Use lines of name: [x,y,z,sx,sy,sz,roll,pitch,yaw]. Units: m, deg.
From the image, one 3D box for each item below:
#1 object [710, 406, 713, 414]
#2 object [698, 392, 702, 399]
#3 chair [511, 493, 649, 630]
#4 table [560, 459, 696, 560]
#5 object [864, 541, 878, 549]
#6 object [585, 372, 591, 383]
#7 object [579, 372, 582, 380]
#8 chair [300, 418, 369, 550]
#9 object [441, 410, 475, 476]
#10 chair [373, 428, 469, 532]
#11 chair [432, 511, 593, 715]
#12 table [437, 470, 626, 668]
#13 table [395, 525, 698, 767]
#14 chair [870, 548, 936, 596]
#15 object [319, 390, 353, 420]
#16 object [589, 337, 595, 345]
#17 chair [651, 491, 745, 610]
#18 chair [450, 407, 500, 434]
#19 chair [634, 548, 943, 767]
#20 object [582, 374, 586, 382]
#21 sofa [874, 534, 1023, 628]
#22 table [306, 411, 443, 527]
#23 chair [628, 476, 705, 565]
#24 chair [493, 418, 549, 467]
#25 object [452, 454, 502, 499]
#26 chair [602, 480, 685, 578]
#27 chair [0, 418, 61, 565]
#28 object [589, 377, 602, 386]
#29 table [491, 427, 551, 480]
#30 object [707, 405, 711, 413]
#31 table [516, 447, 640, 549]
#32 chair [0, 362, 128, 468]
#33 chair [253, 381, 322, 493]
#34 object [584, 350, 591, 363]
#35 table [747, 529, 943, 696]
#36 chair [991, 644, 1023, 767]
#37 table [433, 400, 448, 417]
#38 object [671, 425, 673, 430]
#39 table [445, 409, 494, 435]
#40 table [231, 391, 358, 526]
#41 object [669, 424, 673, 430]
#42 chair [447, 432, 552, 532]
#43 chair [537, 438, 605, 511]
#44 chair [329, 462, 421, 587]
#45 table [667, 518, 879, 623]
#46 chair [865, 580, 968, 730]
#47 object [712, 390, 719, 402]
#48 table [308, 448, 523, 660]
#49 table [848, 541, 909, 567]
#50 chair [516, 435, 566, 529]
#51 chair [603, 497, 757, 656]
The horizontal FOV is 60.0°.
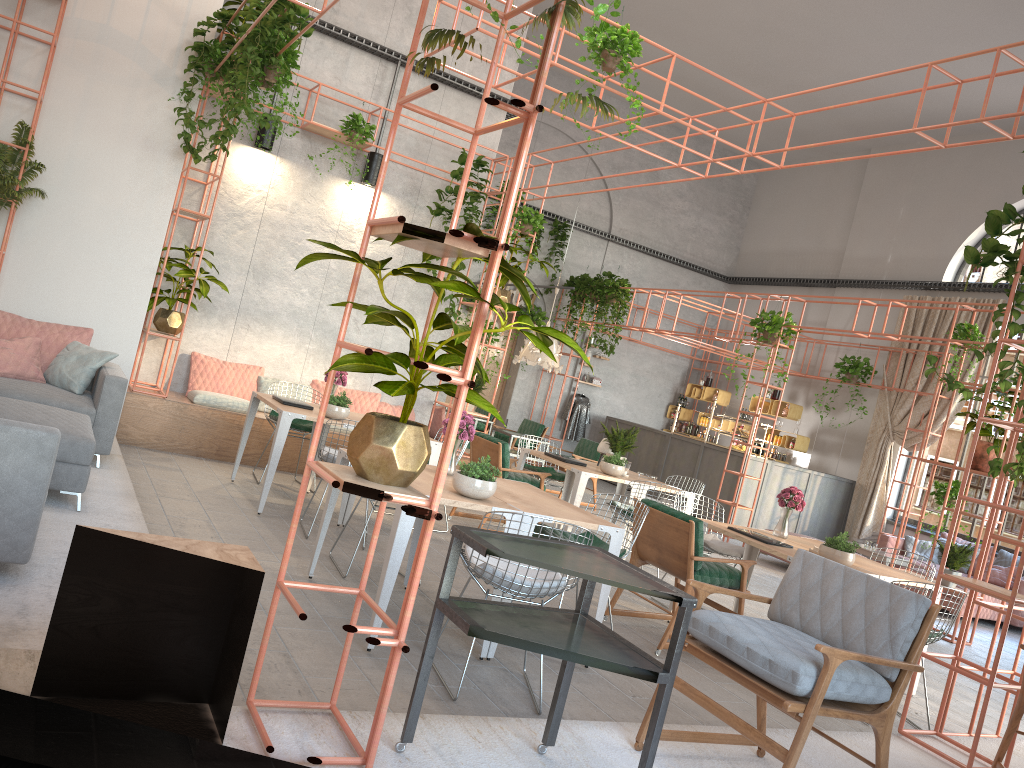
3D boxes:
object: [3.976,0.522,17.684,0.083,0.159,0.083,14,0,-19]
object: [3.856,0.249,18.063,0.123,0.142,0.141,14,1,-28]
chair: [0.420,1.152,5.724,0.717,0.941,0.565,14,1,-32]
table: [1.161,1.356,9.213,0.694,0.830,1.214,14,1,-28]
object: [4.859,2.221,12.093,0.199,0.145,0.156,14,0,-13]
object: [1.515,-0.137,17.755,0.081,0.204,0.081,14,1,-28]
object: [1.376,-0.151,17.695,0.055,0.164,0.092,14,0,-9]
chair: [-1.253,0.720,6.846,0.565,0.941,0.717,14,0,-12]
object: [-0.354,0.364,5.538,0.213,0.414,0.225,14,1,-36]
chair: [-0.824,0.817,8.138,0.717,0.941,0.565,14,1,-32]
chair: [-0.009,1.055,4.433,0.565,0.941,0.717,14,0,-12]
table: [-0.015,1.090,5.471,0.694,0.830,1.214,14,1,-28]
table: [0.096,0.966,2.911,0.635,0.798,0.602,14,1,-28]
chair: [2.874,1.762,7.018,0.717,0.941,0.565,14,1,-32]
object: [-1.437,0.162,7.249,0.248,0.247,0.254,14,1,-28]
object: [1.581,-0.862,17.676,0.133,0.145,0.133,14,1,24]
chair: [1.594,1.435,7.361,0.565,0.941,0.717,14,1,-27]
chair: [-0.745,0.786,15.585,0.685,0.930,0.722,14,1,-28]
chair: [1.056,1.139,3.420,0.685,0.929,0.722,14,1,-28]
object: [1.439,-0.128,17.707,0.063,0.151,0.063,14,1,-42]
sofa: [5.740,2.591,11.752,1.960,0.672,2.219,14,1,-28]
table: [-1.256,0.756,7.885,0.694,0.830,1.214,14,1,-28]
chair: [1.594,1.417,9.466,0.717,0.941,0.565,14,1,-32]
chair: [0.043,0.998,14.056,0.685,0.930,0.722,14,1,-28]
object: [-0.194,0.497,4.837,0.247,0.247,0.252,14,1,-28]
chair: [1.165,1.320,8.175,0.565,0.941,0.717,14,0,-12]
chair: [-2.598,0.293,3.876,1.056,0.586,1.127,14,1,-28]
object: [1.691,-0.060,17.856,0.219,0.149,0.129,14,1,-28]
table: [0.030,1.081,12.064,0.635,0.798,0.602,14,1,-28]
object: [3.934,0.511,17.765,0.083,0.159,0.083,14,0,-19]
table: [0.566,1.209,8.882,0.694,0.830,1.205,14,1,-28]
chair: [-3.477,0.094,6.431,1.127,0.672,1.052,14,1,-28]
chair: [-2.103,0.491,8.480,0.565,0.941,0.717,14,1,-27]
object: [1.509,-0.567,17.688,0.136,0.336,0.145,14,0,-14]
table: [2.438,1.712,6.766,0.694,0.830,1.214,14,1,-28]
chair: [2.725,1.564,4.012,0.722,0.914,0.685,14,0,12]
table: [-1.565,0.651,15.160,0.635,0.798,0.602,14,1,-28]
object: [3.384,0.880,18.533,0.070,0.209,0.070,14,1,-38]
table: [-0.768,0.866,13.612,0.635,0.798,0.602,14,1,-28]
table: [-1.851,0.609,7.553,0.694,0.830,1.205,14,1,-28]
object: [3.344,0.910,18.615,0.073,0.131,0.073,14,0,-3]
chair: [-0.092,1.003,8.629,0.685,0.917,0.722,14,1,-28]
chair: [0.848,1.214,12.494,0.685,0.929,0.722,14,1,-28]
chair: [-0.860,0.826,6.067,0.565,0.941,0.717,14,1,-27]
table: [1.844,1.565,6.434,0.694,0.830,1.205,14,1,-28]
chair: [2.445,1.664,5.727,0.565,0.941,0.717,14,0,-12]
object: [4.096,0.251,17.758,0.137,0.261,0.137,14,0,8]
table: [-0.608,0.943,5.140,0.694,0.830,1.205,14,1,-28]
table: [4.882,2.482,12.078,0.520,0.455,0.916,14,1,-28]
chair: [0.314,1.091,9.809,0.565,0.941,0.717,14,1,-27]
chair: [1.188,1.347,6.181,0.685,0.917,0.722,14,1,-28]
